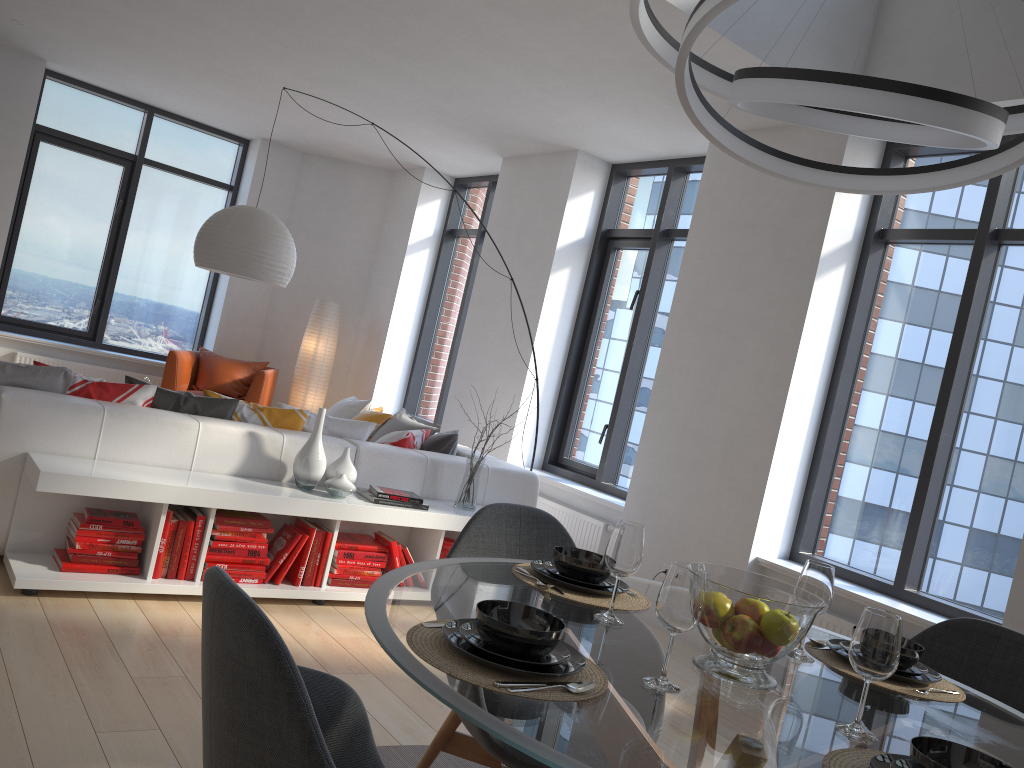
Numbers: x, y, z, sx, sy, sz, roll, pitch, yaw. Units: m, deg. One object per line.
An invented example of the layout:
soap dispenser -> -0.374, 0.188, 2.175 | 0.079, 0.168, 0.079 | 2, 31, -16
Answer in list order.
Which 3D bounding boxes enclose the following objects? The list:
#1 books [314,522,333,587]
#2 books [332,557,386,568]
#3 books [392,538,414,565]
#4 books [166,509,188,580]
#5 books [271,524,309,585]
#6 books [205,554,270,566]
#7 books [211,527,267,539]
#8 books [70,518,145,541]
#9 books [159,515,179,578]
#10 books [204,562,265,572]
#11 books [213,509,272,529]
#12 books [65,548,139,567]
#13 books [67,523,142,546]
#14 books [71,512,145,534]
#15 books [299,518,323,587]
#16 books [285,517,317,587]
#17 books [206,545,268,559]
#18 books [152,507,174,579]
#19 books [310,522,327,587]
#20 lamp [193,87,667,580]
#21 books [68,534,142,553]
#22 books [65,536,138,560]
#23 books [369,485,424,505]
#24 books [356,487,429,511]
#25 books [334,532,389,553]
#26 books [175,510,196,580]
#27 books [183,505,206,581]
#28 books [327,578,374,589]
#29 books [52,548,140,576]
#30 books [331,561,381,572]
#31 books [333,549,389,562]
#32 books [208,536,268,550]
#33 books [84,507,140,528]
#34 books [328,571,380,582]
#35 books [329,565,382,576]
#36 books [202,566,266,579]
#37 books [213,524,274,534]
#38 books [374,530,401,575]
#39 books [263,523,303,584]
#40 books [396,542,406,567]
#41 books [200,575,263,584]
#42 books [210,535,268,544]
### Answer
books -> -0.929, 0.813, 4.232 | 0.028, 0.269, 0.181 | 13, 1, -36
books -> -0.780, 0.859, 4.383 | 0.261, 0.027, 0.191 | 13, 1, -32
books -> -0.540, 0.925, 4.547 | 0.186, 0.223, 0.188 | 13, 1, -36
books -> -1.484, 0.693, 3.860 | 0.034, 0.259, 0.207 | 13, 1, -36
books -> -1.061, 0.793, 4.145 | 0.115, 0.245, 0.192 | 13, 1, -36
books -> -1.283, 0.770, 4.029 | 0.301, 0.032, 0.227 | 13, 1, -36
books -> -1.264, 0.654, 4.008 | 0.257, 0.025, 0.182 | 13, 1, -36
books -> -1.706, 0.613, 3.740 | 0.269, 0.028, 0.179 | 13, 1, -35
books -> -1.510, 0.688, 3.840 | 0.031, 0.255, 0.181 | 13, 1, -36
books -> -1.271, 0.801, 3.998 | 0.266, 0.026, 0.187 | 13, 1, -37
books -> -1.252, 0.601, 4.009 | 0.259, 0.034, 0.206 | 13, 1, -39
books -> -1.731, 0.718, 3.743 | 0.259, 0.034, 0.206 | 13, 1, -33
books -> -1.724, 0.637, 3.752 | 0.261, 0.028, 0.191 | 13, 1, -36
books -> -1.704, 0.587, 3.742 | 0.254, 0.025, 0.178 | 13, 1, -37
books -> -0.988, 0.798, 4.218 | 0.038, 0.270, 0.215 | 13, 1, -36
books -> -1.008, 0.790, 4.182 | 0.046, 0.282, 0.199 | 13, 1, -36
books -> -1.280, 0.734, 4.026 | 0.279, 0.039, 0.206 | 13, 1, -35
books -> -1.532, 0.665, 3.817 | 0.036, 0.294, 0.208 | 13, 1, -36
books -> -0.960, 0.808, 4.229 | 0.028, 0.266, 0.188 | 13, 1, -36
lamp -> -0.416, -0.220, 5.455 | 3.199, 2.647, 0.710 | 13, 1, 0
books -> -1.717, 0.665, 3.742 | 0.257, 0.025, 0.182 | 13, 1, -36
books -> -1.727, 0.689, 3.730 | 0.266, 0.026, 0.187 | 13, 1, -31
books -> -0.584, 0.556, 4.447 | 0.238, 0.027, 0.188 | 13, 1, -23
books -> -0.603, 0.578, 4.467 | 0.300, 0.026, 0.245 | 13, 1, -31
books -> -0.795, 0.785, 4.410 | 0.301, 0.032, 0.227 | 13, 1, -36
books -> -1.448, 0.700, 3.875 | 0.042, 0.259, 0.195 | 13, 1, -36
books -> -1.420, 0.690, 3.899 | 0.049, 0.291, 0.214 | 13, 1, -36
books -> -0.813, 0.958, 4.383 | 0.259, 0.034, 0.206 | 13, 1, -33
books -> -1.747, 0.749, 3.727 | 0.301, 0.032, 0.227 | 13, 1, -36
books -> -0.790, 0.882, 4.374 | 0.236, 0.023, 0.178 | 13, 1, -36
books -> -0.784, 0.824, 4.394 | 0.279, 0.039, 0.206 | 13, 1, -37
books -> -1.266, 0.704, 4.011 | 0.261, 0.027, 0.191 | 13, 1, -40
books -> -1.686, 0.564, 3.739 | 0.206, 0.029, 0.152 | 13, 1, -30
books -> -0.809, 0.928, 4.370 | 0.266, 0.026, 0.187 | 13, 1, -31
books -> -0.799, 0.904, 4.382 | 0.257, 0.025, 0.182 | 13, 1, -36
books -> -1.274, 0.829, 3.996 | 0.282, 0.030, 0.188 | 13, 1, -35
books -> -1.239, 0.634, 4.013 | 0.266, 0.026, 0.187 | 13, 1, -42
books -> -0.622, 0.891, 4.492 | 0.134, 0.248, 0.192 | 13, 1, -36
books -> -1.098, 0.785, 4.127 | 0.144, 0.247, 0.188 | 13, 1, -36
books -> -0.583, 0.909, 4.514 | 0.148, 0.232, 0.171 | 13, 1, -35
books -> -1.293, 0.854, 4.009 | 0.274, 0.029, 0.200 | 13, 1, -36
books -> -1.250, 0.681, 4.012 | 0.236, 0.023, 0.178 | 13, 1, -36
